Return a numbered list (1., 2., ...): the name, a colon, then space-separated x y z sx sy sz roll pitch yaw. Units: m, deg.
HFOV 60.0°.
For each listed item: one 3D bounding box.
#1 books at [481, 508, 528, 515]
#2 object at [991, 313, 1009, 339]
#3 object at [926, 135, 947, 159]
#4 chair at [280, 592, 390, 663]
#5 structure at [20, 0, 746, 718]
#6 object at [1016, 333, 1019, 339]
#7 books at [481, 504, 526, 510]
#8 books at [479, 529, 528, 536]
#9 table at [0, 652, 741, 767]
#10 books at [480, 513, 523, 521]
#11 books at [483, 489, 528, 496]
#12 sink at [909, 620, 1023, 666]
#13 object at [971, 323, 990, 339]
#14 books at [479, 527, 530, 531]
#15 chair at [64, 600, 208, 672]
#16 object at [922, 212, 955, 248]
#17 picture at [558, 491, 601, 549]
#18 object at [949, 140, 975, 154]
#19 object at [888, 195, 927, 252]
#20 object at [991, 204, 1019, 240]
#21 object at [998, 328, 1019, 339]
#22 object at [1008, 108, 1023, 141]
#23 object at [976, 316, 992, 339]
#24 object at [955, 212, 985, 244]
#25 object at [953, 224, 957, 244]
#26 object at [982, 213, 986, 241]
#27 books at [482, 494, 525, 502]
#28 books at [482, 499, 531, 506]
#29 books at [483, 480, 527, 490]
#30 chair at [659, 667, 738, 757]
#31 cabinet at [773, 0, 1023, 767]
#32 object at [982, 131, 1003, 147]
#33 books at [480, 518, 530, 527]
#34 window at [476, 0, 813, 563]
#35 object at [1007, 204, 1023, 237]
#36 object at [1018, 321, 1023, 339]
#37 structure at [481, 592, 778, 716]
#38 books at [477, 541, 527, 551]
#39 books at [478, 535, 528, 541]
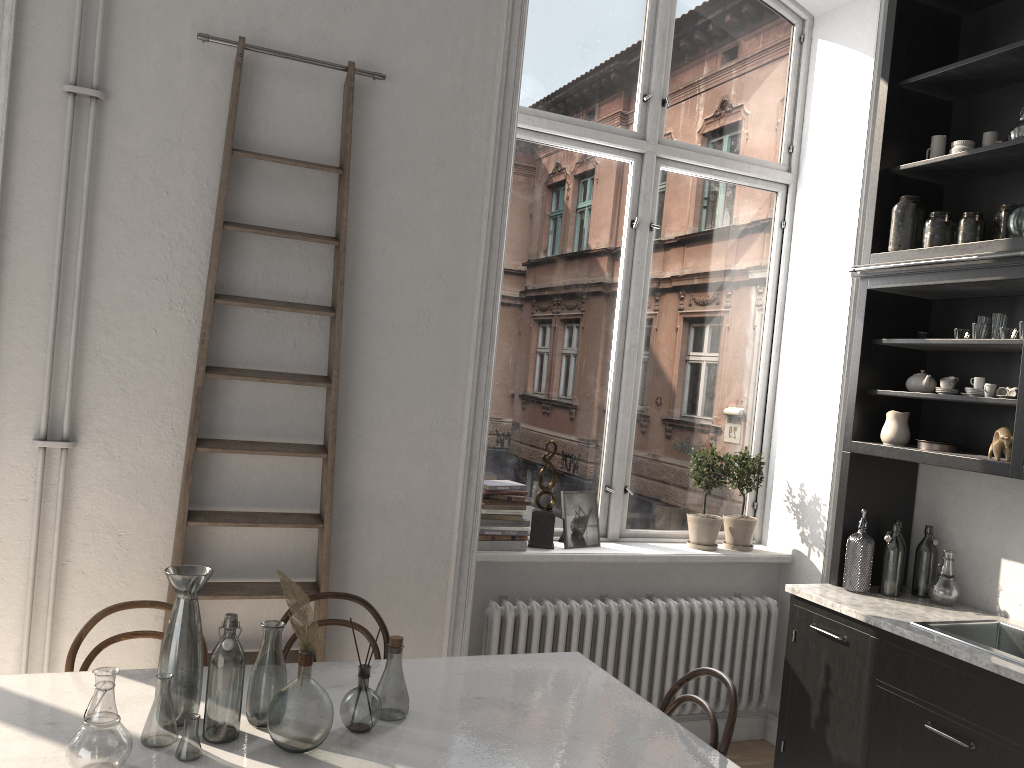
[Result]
1. books: -0.060 0.559 3.970 0.222 0.024 0.158 5 1 -23
2. object: 1.855 -0.214 3.379 0.060 0.107 0.060 5 1 5
3. object: 1.797 -0.975 3.752 0.059 0.135 0.082 5 1 5
4. chair: -0.575 1.187 2.825 0.438 0.921 0.549 5 1 -16
5. structure: -0.958 -0.639 3.265 5.183 4.474 0.340 5 1 -23
6. object: 1.925 -0.177 3.353 0.071 0.047 0.071 5 1 5
7. books: -0.059 0.537 3.963 0.205 0.022 0.155 5 1 -28
8. books: -0.077 0.646 3.949 0.249 0.023 0.175 5 1 -22
9. table: -0.601 1.261 2.182 2.201 0.780 1.100 5 1 -23
10. books: -0.063 0.582 3.964 0.205 0.022 0.155 5 1 -9
11. books: -0.053 0.474 3.963 0.205 0.020 0.155 5 1 -23
12. sink: 1.804 0.880 3.125 0.514 0.505 0.526 5 1 -23
13. object: 1.814 -0.200 3.441 0.064 0.069 0.064 6 1 25
14. books: -0.072 0.628 3.967 0.255 0.014 0.192 5 1 -20
15. chair: -1.070 1.144 2.528 0.438 0.921 0.549 5 1 -25
16. object: 1.726 -0.612 3.588 0.114 0.155 0.114 5 1 -19
17. picture: 0.299 0.632 4.170 0.221 0.264 0.148 5 1 -39
18. object: 1.859 -0.948 3.663 0.096 0.095 0.096 6 1 11
19. object: 1.657 -0.661 3.710 0.118 0.238 0.118 5 1 -37
20. object: 1.939 -0.604 3.471 0.092 0.184 0.092 5 1 -8
21. object: 1.852 -0.183 3.309 0.071 0.047 0.071 6 1 15
22. object: 1.957 -0.998 3.350 0.132 0.219 0.132 6 1 41
23. object: 1.869 -0.215 3.520 0.060 0.107 0.060 6 1 35
24. object: 1.815 -0.599 3.515 0.096 0.150 0.096 5 1 -34
25. object: 1.885 -0.599 3.781 0.114 0.155 0.114 6 1 23
26. object: 1.889 -0.606 3.643 0.092 0.184 0.092 6 1 32
27. books: -0.068 0.494 3.958 0.231 0.023 0.162 5 1 -7
28. books: -0.062 0.516 3.962 0.244 0.019 0.174 5 1 -23
29. books: -0.060 0.452 3.969 0.201 0.024 0.159 5 1 -33
30. chair: 0.316 1.275 2.518 0.549 0.921 0.437 5 1 -10
31. cabinet: 2.148 0.112 2.394 0.635 3.584 3.249 5 1 -23
32. object: 1.955 -0.958 3.622 0.059 0.135 0.082 5 1 0
33. books: -0.072 0.606 3.967 0.245 0.028 0.193 5 1 -28
34. window: 5.644 -4.634 9.488 14.389 15.938 26.387 5 1 -23
35. object: 1.871 -0.695 3.191 0.134 0.357 0.134 6 1 22
36. object: 1.880 -0.191 3.236 0.064 0.069 0.064 5 1 -30
37. structure: 0.540 1.255 4.088 1.577 0.552 0.194 5 1 -23
38. books: -0.085 0.702 3.951 0.248 0.043 0.192 5 1 -23
39. books: -0.080 0.669 3.950 0.250 0.023 0.175 5 1 -27
